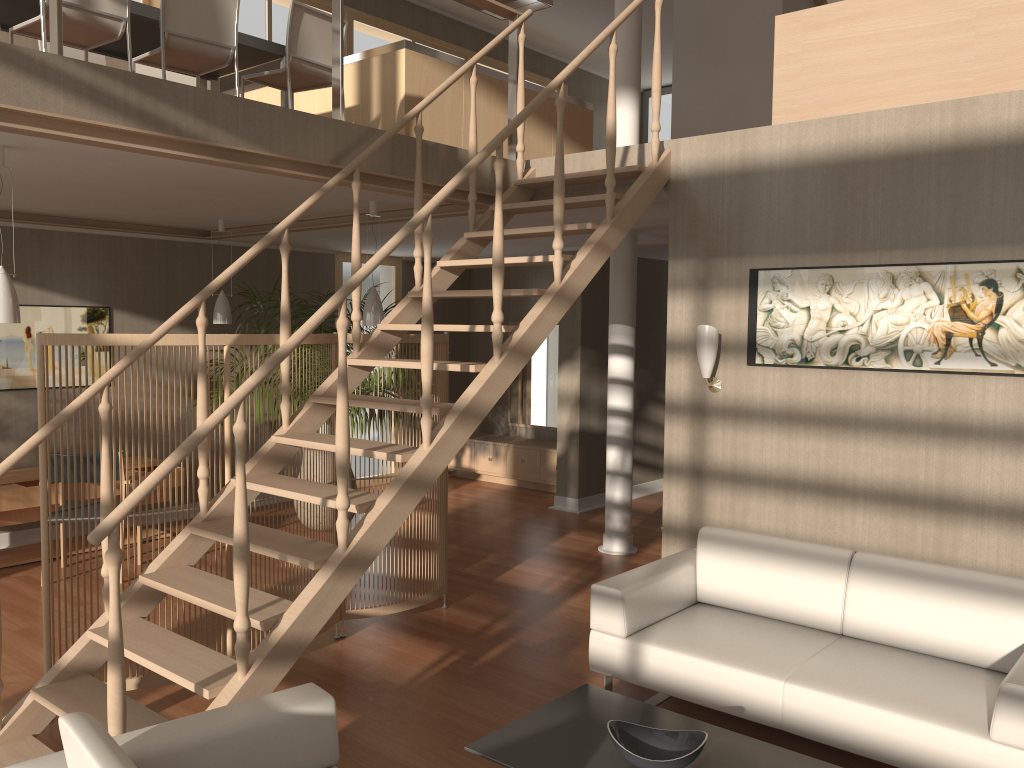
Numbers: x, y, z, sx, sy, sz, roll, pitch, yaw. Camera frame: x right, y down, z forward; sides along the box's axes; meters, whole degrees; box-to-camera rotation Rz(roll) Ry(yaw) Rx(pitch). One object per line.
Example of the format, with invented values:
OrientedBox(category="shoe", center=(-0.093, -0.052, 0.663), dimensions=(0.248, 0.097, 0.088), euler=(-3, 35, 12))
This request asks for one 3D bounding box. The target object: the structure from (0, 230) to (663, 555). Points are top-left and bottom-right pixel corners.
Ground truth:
OrientedBox(category="structure", center=(0.971, 0.070, 5.597), dimensions=(8.342, 2.533, 10.775), euler=(4, 5, 40))

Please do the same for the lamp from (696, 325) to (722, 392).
OrientedBox(category="lamp", center=(1.019, -0.129, 4.591), dimensions=(0.112, 0.353, 0.153), euler=(4, 5, 40))

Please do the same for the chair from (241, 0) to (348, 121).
OrientedBox(category="chair", center=(-1.307, -1.773, 5.288), dimensions=(0.496, 0.796, 0.430), euler=(3, 5, 35))

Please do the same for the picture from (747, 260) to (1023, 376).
OrientedBox(category="picture", center=(1.788, -0.300, 4.015), dimensions=(1.531, 0.487, 0.018), euler=(4, 5, 40))

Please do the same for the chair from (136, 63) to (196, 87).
OrientedBox(category="chair", center=(-2.263, -1.831, 5.987), dimensions=(0.430, 0.796, 0.496), euler=(-3, 5, -40))

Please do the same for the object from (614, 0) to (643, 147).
OrientedBox(category="object", center=(0.849, -2.630, 6.478), dimensions=(0.200, 2.400, 0.200), euler=(4, 5, 40))

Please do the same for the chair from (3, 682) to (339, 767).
OrientedBox(category="chair", center=(-0.695, 1.178, 2.180), dimensions=(0.905, 0.740, 0.900), euler=(-3, 5, -40))

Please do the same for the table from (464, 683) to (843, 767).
OrientedBox(category="table", center=(0.546, 1.366, 2.814), dimensions=(1.260, 0.293, 0.700), euler=(4, 5, 40))

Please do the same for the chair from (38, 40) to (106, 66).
OrientedBox(category="chair", center=(-2.624, -1.806, 5.547), dimensions=(0.496, 0.796, 0.430), euler=(3, 5, 35))

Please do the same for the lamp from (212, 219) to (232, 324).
OrientedBox(category="lamp", center=(-2.236, -0.864, 6.839), dimensions=(0.139, 0.800, 0.139), euler=(2, 4, 14))

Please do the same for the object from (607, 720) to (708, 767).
OrientedBox(category="object", center=(0.459, 1.156, 2.815), dimensions=(0.317, 0.125, 0.223), euler=(1, 4, 12))

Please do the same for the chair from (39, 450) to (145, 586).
OrientedBox(category="chair", center=(-2.798, 0.846, 5.913), dimensions=(0.582, 0.856, 0.509), euler=(0, 4, -10))

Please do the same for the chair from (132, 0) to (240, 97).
OrientedBox(category="chair", center=(-1.818, -1.755, 4.917), dimensions=(0.430, 0.796, 0.496), euler=(-3, 5, -45))

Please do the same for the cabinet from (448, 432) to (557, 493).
OrientedBox(category="cabinet", center=(0.102, 0.841, 9.470), dimensions=(1.911, 0.458, 0.500), euler=(4, 5, 40))

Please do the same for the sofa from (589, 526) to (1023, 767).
OrientedBox(category="sofa", center=(1.300, 1.102, 3.655), dimensions=(1.781, 0.740, 0.905), euler=(4, 5, 40))

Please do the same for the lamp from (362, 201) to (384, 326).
OrientedBox(category="lamp", center=(-0.893, -0.773, 5.711), dimensions=(0.139, 0.800, 0.139), euler=(0, 4, -14))

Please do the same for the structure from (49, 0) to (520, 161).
OrientedBox(category="structure", center=(-2.350, -1.835, 5.275), dimensions=(3.475, 0.900, 3.300), euler=(4, 5, 40))

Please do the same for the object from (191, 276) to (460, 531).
OrientedBox(category="object", center=(-1.570, 0.259, 7.346), dimensions=(2.109, 2.304, 2.157), euler=(3, 4, 29))

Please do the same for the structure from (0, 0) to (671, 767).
OrientedBox(category="structure", center=(-0.552, -0.361, 3.941), dimensions=(1.000, 3.578, 3.150), euler=(4, 5, 40))

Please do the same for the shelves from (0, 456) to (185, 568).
OrientedBox(category="shelves", center=(-3.280, 0.930, 6.412), dimensions=(0.658, 0.590, 1.600), euler=(4, 5, 40))

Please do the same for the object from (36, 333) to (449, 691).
OrientedBox(category="object", center=(-1.102, 0.523, 4.407), dimensions=(2.229, 1.542, 0.233), euler=(-3, 5, -45))

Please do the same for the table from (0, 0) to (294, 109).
OrientedBox(category="table", center=(-2.318, -1.754, 5.272), dimensions=(0.900, 0.740, 1.800), euler=(4, 5, 40))

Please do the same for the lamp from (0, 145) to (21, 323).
OrientedBox(category="lamp", center=(-2.318, -0.677, 4.021), dimensions=(0.139, 0.800, 0.139), euler=(-2, 5, -35))

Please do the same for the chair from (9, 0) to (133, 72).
OrientedBox(category="chair", center=(-2.221, -1.728, 4.449), dimensions=(0.496, 0.796, 0.430), euler=(4, 5, 40))

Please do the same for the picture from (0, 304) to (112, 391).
OrientedBox(category="picture", center=(-3.626, -0.272, 6.577), dimensions=(0.010, 0.633, 1.317), euler=(4, 5, 40))
